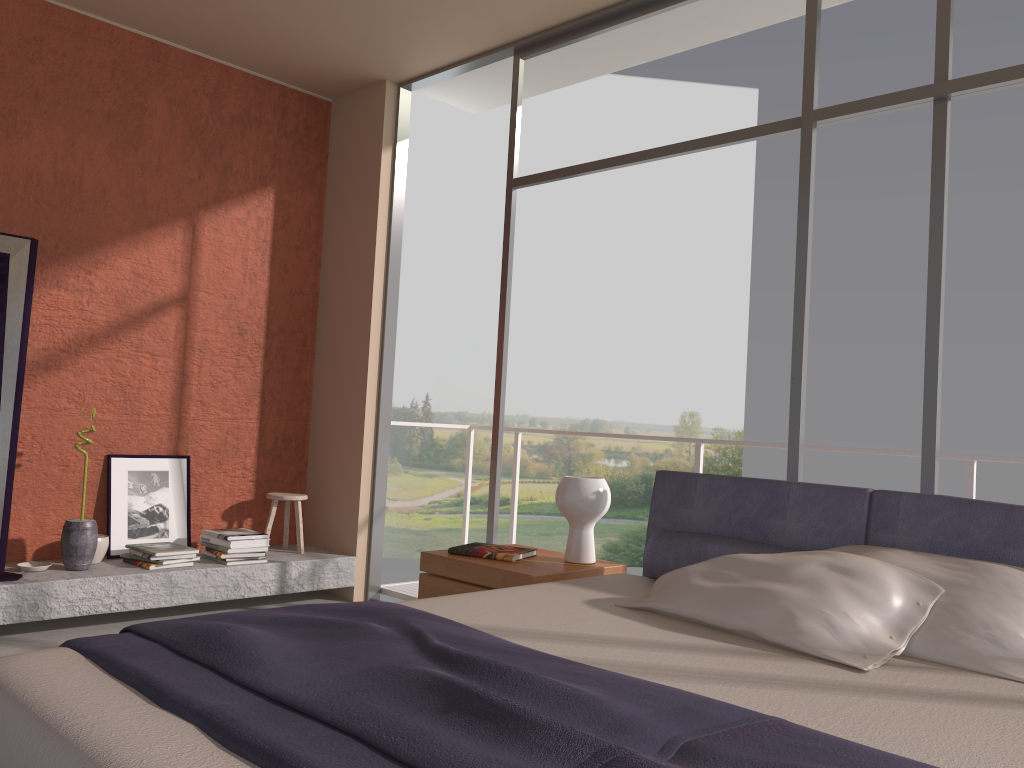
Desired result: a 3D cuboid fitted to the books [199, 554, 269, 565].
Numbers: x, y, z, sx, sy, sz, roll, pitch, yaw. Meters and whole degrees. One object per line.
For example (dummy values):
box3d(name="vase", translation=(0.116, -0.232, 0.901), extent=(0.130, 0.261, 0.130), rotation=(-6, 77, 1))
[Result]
box3d(name="books", translation=(-1.544, 0.967, 4.922), extent=(0.247, 0.018, 0.328), rotation=(6, -4, -44))

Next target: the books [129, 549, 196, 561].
box3d(name="books", translation=(-1.833, 0.888, 4.656), extent=(0.247, 0.025, 0.287), rotation=(6, -4, -43))

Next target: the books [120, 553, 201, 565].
box3d(name="books", translation=(-1.847, 0.910, 4.663), extent=(0.328, 0.018, 0.247), rotation=(2, -3, 29))

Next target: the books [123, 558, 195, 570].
box3d(name="books", translation=(-1.851, 0.932, 4.647), extent=(0.287, 0.025, 0.247), rotation=(1, -4, 41))

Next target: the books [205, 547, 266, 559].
box3d(name="books", translation=(-1.531, 0.927, 4.908), extent=(0.247, 0.025, 0.287), rotation=(5, -3, -35))

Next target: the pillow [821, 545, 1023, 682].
box3d(name="pillow", translation=(1.110, 0.607, 2.413), extent=(0.400, 0.265, 0.791), rotation=(6, -4, -43))

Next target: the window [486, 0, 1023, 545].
box3d(name="window", translation=(2.104, -0.228, 2.626), extent=(6.106, 3.133, 0.075), rotation=(1, -4, 44))

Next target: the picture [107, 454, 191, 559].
box3d(name="picture", translation=(-2.000, 0.670, 4.902), extent=(0.117, 0.550, 0.458), rotation=(1, -4, 44))

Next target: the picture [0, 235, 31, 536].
box3d(name="picture", translation=(-2.666, 0.030, 3.695), extent=(0.126, 1.496, 1.129), rotation=(1, -4, 44))

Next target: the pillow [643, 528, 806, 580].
box3d(name="pillow", translation=(1.055, 0.630, 2.747), extent=(1.470, 0.201, 0.205), rotation=(1, -4, 44))

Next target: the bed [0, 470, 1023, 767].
box3d(name="bed", translation=(0.316, 0.731, 2.012), extent=(2.017, 0.959, 2.462), rotation=(1, -4, 44))

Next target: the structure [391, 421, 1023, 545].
box3d(name="structure", translation=(2.190, 0.781, 3.002), extent=(7.689, 1.005, 0.728), rotation=(1, -4, 44))

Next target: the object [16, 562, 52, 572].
box3d(name="object", translation=(-2.307, 0.890, 4.280), extent=(0.152, 0.040, 0.152), rotation=(4, -3, -11))

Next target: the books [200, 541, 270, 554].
box3d(name="books", translation=(-1.541, 0.900, 4.925), extent=(0.247, 0.027, 0.328), rotation=(6, -4, -44))

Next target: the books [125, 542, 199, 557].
box3d(name="books", translation=(-1.836, 0.867, 4.660), extent=(0.328, 0.018, 0.247), rotation=(1, -4, 41))

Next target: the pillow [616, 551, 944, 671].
box3d(name="pillow", translation=(0.725, 0.601, 2.531), extent=(0.431, 0.264, 0.869), rotation=(5, -3, -38))

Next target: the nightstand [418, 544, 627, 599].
box3d(name="nightstand", translation=(0.031, 0.983, 3.586), extent=(0.628, 0.556, 0.562), rotation=(1, -4, 44))

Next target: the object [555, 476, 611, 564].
box3d(name="object", translation=(0.282, 0.546, 3.578), extent=(0.224, 0.338, 0.224), rotation=(5, -3, -34))

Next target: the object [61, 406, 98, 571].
box3d(name="object", translation=(-2.120, 0.512, 4.388), extent=(0.165, 0.810, 0.165), rotation=(4, -3, -22))

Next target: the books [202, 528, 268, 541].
box3d(name="books", translation=(-1.541, 0.836, 4.932), extent=(0.287, 0.025, 0.247), rotation=(1, -4, 44))

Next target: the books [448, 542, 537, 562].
box3d(name="books", translation=(-0.077, 0.687, 3.633), extent=(0.287, 0.025, 0.247), rotation=(2, -3, 25))

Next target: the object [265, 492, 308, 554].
box3d(name="object", translation=(-1.348, 0.835, 5.321), extent=(0.260, 0.349, 0.257), rotation=(3, -3, 14))

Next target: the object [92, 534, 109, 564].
box3d(name="object", translation=(-2.180, 0.855, 4.573), extent=(0.179, 0.137, 0.180), rotation=(5, -3, -33))

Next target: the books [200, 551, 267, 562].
box3d(name="books", translation=(-1.548, 0.949, 4.927), extent=(0.287, 0.018, 0.247), rotation=(1, -4, 44))

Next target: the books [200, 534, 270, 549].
box3d(name="books", translation=(-1.539, 0.867, 4.927), extent=(0.319, 0.038, 0.247), rotation=(1, -4, 42))
